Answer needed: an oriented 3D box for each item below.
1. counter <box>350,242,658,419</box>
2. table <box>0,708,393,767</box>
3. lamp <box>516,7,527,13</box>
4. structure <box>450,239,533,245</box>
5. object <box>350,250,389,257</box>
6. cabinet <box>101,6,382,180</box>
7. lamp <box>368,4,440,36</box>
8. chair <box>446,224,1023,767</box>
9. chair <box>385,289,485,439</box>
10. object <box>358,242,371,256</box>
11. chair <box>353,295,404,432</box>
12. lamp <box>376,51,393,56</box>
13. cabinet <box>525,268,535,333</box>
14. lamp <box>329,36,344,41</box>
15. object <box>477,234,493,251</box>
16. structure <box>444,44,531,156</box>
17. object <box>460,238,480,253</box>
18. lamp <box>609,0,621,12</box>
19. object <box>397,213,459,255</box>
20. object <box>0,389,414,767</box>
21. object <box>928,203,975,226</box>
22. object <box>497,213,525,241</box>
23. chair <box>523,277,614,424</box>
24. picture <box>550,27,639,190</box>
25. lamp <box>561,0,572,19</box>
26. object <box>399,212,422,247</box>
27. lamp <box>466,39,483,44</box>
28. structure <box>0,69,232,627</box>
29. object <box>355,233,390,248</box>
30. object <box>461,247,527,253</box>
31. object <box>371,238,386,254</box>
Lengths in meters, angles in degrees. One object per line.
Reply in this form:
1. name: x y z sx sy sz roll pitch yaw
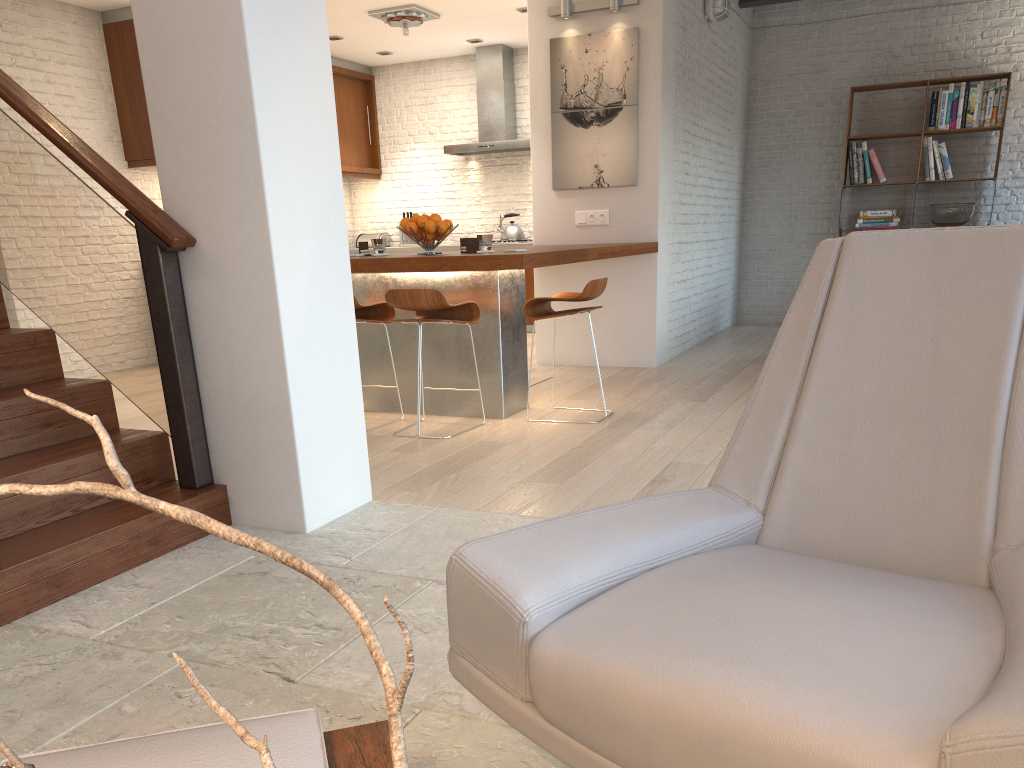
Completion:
1. counter: -0.185 -0.410 5.836 1.676 0.964 2.397 3 12 24
2. table: 0.358 0.774 0.372 1.961 0.450 2.116 -5 11 -14
3. lamp: 0.118 -3.214 7.441 0.123 0.058 0.119 3 13 24
4. structure: -0.177 -1.537 9.449 0.807 0.033 0.566 2 11 24
5. object: -0.832 -0.780 5.186 0.285 0.036 0.197 2 11 24
6. cabinet: -2.406 -2.682 8.551 0.458 1.217 3.210 6 13 24
7. lamp: -0.913 -3.074 7.453 0.448 0.179 0.432 3 12 24
8. chair: 0.554 0.274 1.492 1.009 1.065 0.943 10 19 40
9. chair: -0.433 -0.130 4.733 0.402 0.812 0.403 6 18 23
10. object: -0.847 -0.814 5.242 0.114 0.086 0.090 4 15 24
11. chair: -0.924 -0.148 4.945 0.402 0.812 0.403 6 18 23
12. lamp: -1.313 -3.426 8.978 0.123 0.058 0.119 3 13 24
13. cabinet: -1.081 -1.870 8.651 4.767 2.973 2.164 -4 16 -10
14. lamp: -1.675 -3.280 8.217 0.123 0.058 0.119 3 13 24
15. object: -0.150 -0.787 4.853 0.090 0.089 0.088 9 18 38
16. structure: -0.194 -2.943 9.036 0.980 1.041 0.437 4 18 23
17. object: -0.232 -0.790 4.971 0.093 0.086 0.110 -7 14 -20
18. lamp: 0.705 -2.608 5.952 0.078 0.109 0.077 -14 19 -36
19. object: -0.484 -0.870 5.061 0.365 0.233 0.347 -4 13 -10
20. object: -0.067 0.313 0.230 0.542 0.636 0.301 -3 17 -4
21. object: 4.162 -1.602 8.271 0.397 0.211 0.389 -7 13 -23
22. object: 0.003 -1.662 9.216 0.256 0.288 0.257 -16 20 -42
23. chair: 0.341 -0.198 4.953 0.420 0.812 0.386 5 19 23
24. picture: 0.590 -1.959 6.293 0.651 1.064 0.019 5 20 22
25. lamp: 0.381 -2.620 6.092 0.078 0.109 0.077 -14 19 -36
26. object: -1.171 -1.784 10.045 0.320 0.393 0.063 4 19 23
27. lamp: -0.367 -3.391 8.569 0.123 0.058 0.119 3 13 24
28. structure: -1.297 -1.648 3.344 10.098 4.343 13.306 3 12 24
29. object: -1.638 -1.687 10.238 0.343 0.167 0.240 3 14 24
30. object: -0.131 -0.756 4.892 0.392 0.036 0.190 3 11 27
31. object: -0.779 -0.808 5.112 0.091 0.089 0.087 3 15 21
